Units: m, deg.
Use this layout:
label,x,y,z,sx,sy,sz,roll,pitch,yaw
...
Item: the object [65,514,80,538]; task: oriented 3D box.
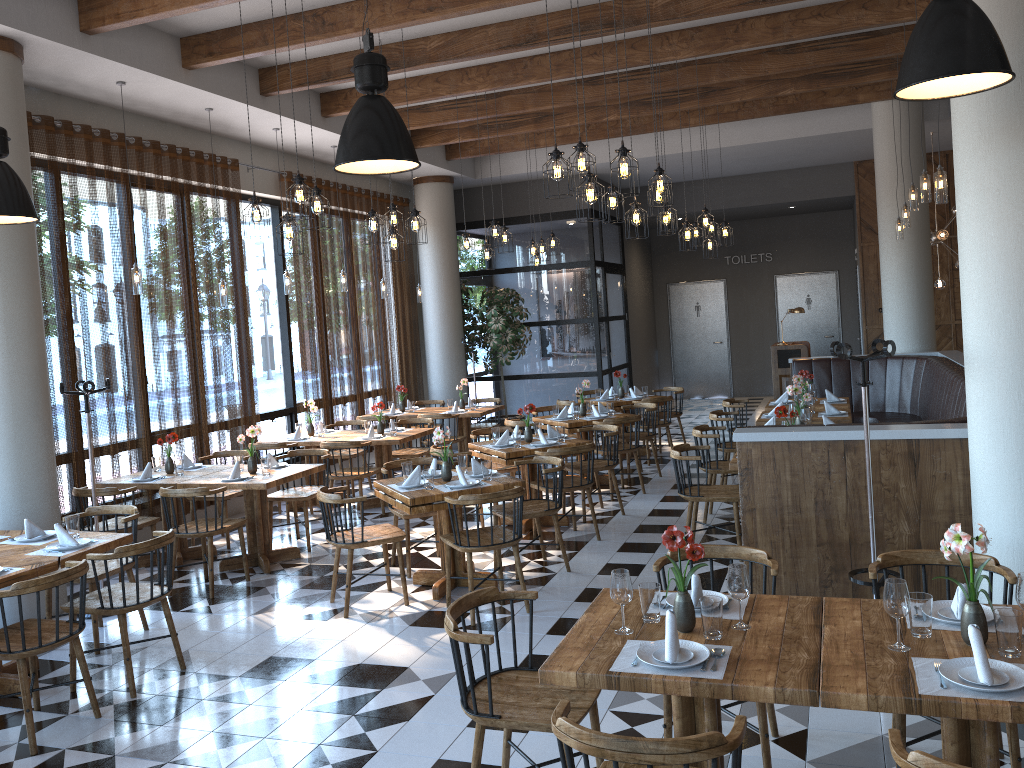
label,x,y,z,sx,sy,sz,roll,pitch,yaw
object,-2.620,0.852,5.288,0.080,0.132,0.080,-4,2,5

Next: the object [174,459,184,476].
label,x,y,z,sx,sy,sz,roll,pitch,yaw
object,-2.804,0.704,7.465,0.080,0.132,0.080,-6,3,-45

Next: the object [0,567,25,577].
label,x,y,z,sx,sy,sz,roll,pitch,yaw
object,-2.730,0.915,4.505,0.271,0.137,0.353,-3,4,20

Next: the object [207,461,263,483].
label,x,y,z,sx,sy,sz,roll,pitch,yaw
object,-2.211,0.692,7.049,0.351,0.137,0.272,-2,4,20

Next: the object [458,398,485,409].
label,x,y,z,sx,sy,sz,roll,pitch,yaw
object,-0.541,0.239,11.640,0.351,0.137,0.272,-2,4,20

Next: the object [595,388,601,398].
label,x,y,z,sx,sy,sz,roll,pitch,yaw
object,1.134,0.126,11.646,0.080,0.132,0.080,-4,2,-5

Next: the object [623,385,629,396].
label,x,y,z,sx,sy,sz,roll,pitch,yaw
object,1.527,0.085,11.830,0.080,0.132,0.080,-6,3,-45

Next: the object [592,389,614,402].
label,x,y,z,sx,sy,sz,roll,pitch,yaw
object,1.189,0.136,11.429,0.272,0.137,0.352,-6,4,-25

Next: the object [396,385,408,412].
label,x,y,z,sx,sy,sz,roll,pitch,yaw
object,-1.450,0.186,11.723,0.156,0.354,0.171,-4,2,-4

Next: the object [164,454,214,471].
label,x,y,z,sx,sy,sz,roll,pitch,yaw
object,-2.867,0.677,7.857,0.351,0.137,0.272,-2,4,20

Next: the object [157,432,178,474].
label,x,y,z,sx,sy,sz,roll,pitch,yaw
object,-2.924,0.593,7.570,0.171,0.354,0.156,-2,3,43

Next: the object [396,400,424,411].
label,x,y,z,sx,sy,sz,roll,pitch,yaw
object,-1.374,0.274,11.947,0.351,0.137,0.272,-2,4,20

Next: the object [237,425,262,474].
label,x,y,z,sx,sy,sz,roll,pitch,yaw
object,-2.144,0.539,7.270,0.207,0.399,0.146,-5,2,-16

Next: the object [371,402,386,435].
label,x,y,z,sx,sy,sz,roll,pitch,yaw
object,-1.402,0.360,9.310,0.156,0.354,0.171,-4,2,-1

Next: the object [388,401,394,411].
label,x,y,z,sx,sy,sz,roll,pitch,yaw
object,-1.618,0.299,11.865,0.080,0.132,0.080,-2,3,35

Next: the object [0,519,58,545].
label,x,y,z,sx,sy,sz,roll,pitch,yaw
object,-2.868,0.863,5.331,0.351,0.137,0.272,-2,4,20

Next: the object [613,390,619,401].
label,x,y,z,sx,sy,sz,roll,pitch,yaw
object,1.326,0.142,11.248,0.080,0.132,0.080,-2,3,35

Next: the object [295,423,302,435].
label,x,y,z,sx,sy,sz,roll,pitch,yaw
object,-2.362,0.500,9.829,0.080,0.132,0.080,-6,3,-35

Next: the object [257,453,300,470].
label,x,y,z,sx,sy,sz,roll,pitch,yaw
object,-2.034,0.643,7.551,0.351,0.137,0.272,-2,4,20

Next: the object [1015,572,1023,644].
label,x,y,z,sx,sy,sz,roll,pitch,yaw
object,1.624,0.704,2.773,0.081,0.215,0.081,-4,2,12

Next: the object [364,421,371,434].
label,x,y,z,sx,sy,sz,roll,pitch,yaw
object,-1.548,0.466,9.529,0.080,0.132,0.080,-4,2,5

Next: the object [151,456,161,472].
label,x,y,z,sx,sy,sz,roll,pitch,yaw
object,-3.114,0.703,7.770,0.080,0.132,0.080,-6,3,-45

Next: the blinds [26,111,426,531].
label,x,y,z,sx,sy,sz,roll,pitch,yaw
blinds,-2.721,-0.681,10.058,0.160,3.575,7.285,-3,4,20

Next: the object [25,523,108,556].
label,x,y,z,sx,sy,sz,roll,pitch,yaw
object,-2.534,0.862,5.043,0.271,0.137,0.353,-3,4,20

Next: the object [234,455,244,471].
label,x,y,z,sx,sy,sz,roll,pitch,yaw
object,-2.300,0.669,7.471,0.080,0.132,0.080,-4,2,5

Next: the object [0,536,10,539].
label,x,y,z,sx,sy,sz,roll,pitch,yaw
object,-3.276,0.891,5.341,0.271,0.137,0.353,-3,4,20

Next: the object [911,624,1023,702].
label,x,y,z,sx,sy,sz,roll,pitch,yaw
object,1.343,0.780,2.541,0.351,0.137,0.272,-2,4,20

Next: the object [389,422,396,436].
label,x,y,z,sx,sy,sz,roll,pitch,yaw
object,-1.238,0.467,9.224,0.080,0.132,0.080,-4,2,5

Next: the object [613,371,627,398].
label,x,y,z,sx,sy,sz,roll,pitch,yaw
object,1.414,0.000,11.574,0.156,0.354,0.171,-5,2,-23

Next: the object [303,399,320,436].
label,x,y,z,sx,sy,sz,roll,pitch,yaw
object,-2.193,0.364,9.690,0.206,0.399,0.146,-3,2,24

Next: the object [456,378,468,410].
label,x,y,z,sx,sy,sz,roll,pitch,yaw
object,-0.627,0.131,11.390,0.146,0.399,0.207,-3,2,13

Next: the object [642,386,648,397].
label,x,y,z,sx,sy,sz,roll,pitch,yaw
object,1.720,0.101,11.444,0.080,0.132,0.080,-6,3,-45

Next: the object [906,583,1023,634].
label,x,y,z,sx,sy,sz,roll,pitch,yaw
object,1.532,0.731,3.030,0.351,0.137,0.272,-2,4,20

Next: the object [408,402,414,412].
label,x,y,z,sx,sy,sz,roll,pitch,yaw
object,-1.308,0.300,11.559,0.080,0.132,0.080,-2,3,35

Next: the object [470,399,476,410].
label,x,y,z,sx,sy,sz,roll,pitch,yaw
object,-0.495,0.266,11.260,0.080,0.132,0.080,-4,2,5

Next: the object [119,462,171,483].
label,x,y,z,sx,sy,sz,roll,pitch,yaw
object,-3.044,0.726,7.355,0.351,0.137,0.272,-2,4,20

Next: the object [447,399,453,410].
label,x,y,z,sx,sy,sz,roll,pitch,yaw
object,-0.805,0.265,11.565,0.080,0.132,0.080,-4,2,5

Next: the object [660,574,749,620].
label,x,y,z,sx,sy,sz,roll,pitch,yaw
object,0.698,0.765,3.338,0.351,0.137,0.272,-2,4,20

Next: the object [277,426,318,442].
label,x,y,z,sx,sy,sz,roll,pitch,yaw
object,-2.291,0.523,9.417,0.351,0.137,0.272,-2,4,20

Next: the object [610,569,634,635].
label,x,y,z,sx,sy,sz,roll,pitch,yaw
object,0.387,0.764,3.113,0.081,0.215,0.081,-5,2,-16

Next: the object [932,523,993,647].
label,x,y,z,sx,sy,sz,roll,pitch,yaw
object,1.424,0.624,2.781,0.146,0.399,0.207,-5,2,-21

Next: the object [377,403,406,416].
label,x,y,z,sx,sy,sz,roll,pitch,yaw
object,-1.551,0.323,11.445,0.351,0.137,0.272,-2,4,20

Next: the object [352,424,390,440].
label,x,y,z,sx,sy,sz,roll,pitch,yaw
object,-1.458,0.488,9.110,0.351,0.137,0.272,-2,4,20

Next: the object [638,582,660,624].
label,x,y,z,sx,sy,sz,roll,pitch,yaw
object,0.500,0.791,3.201,0.080,0.132,0.080,-6,3,-40

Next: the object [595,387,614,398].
label,x,y,z,sx,sy,sz,roll,pitch,yaw
object,1.312,0.101,11.786,0.352,0.137,0.272,-6,4,-24

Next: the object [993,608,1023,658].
label,x,y,z,sx,sy,sz,roll,pitch,yaw
object,1.511,0.759,2.695,0.080,0.132,0.080,-2,3,35

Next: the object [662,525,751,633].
label,x,y,z,sx,sy,sz,roll,pitch,yaw
object,0.671,0.676,3.087,0.295,0.354,0.166,-3,3,26

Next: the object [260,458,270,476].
label,x,y,z,sx,sy,sz,roll,pitch,yaw
object,-1.990,0.671,7.165,0.080,0.132,0.080,-4,2,5

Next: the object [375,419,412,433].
label,x,y,z,sx,sy,sz,roll,pitch,yaw
object,-1.281,0.439,9.612,0.351,0.137,0.272,-2,4,20

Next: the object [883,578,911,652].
label,x,y,z,sx,sy,sz,roll,pitch,yaw
object,1.220,0.729,2.806,0.081,0.215,0.081,-5,2,-16

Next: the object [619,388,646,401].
label,x,y,z,sx,sy,sz,roll,pitch,yaw
object,1.545,0.121,11.301,0.352,0.137,0.272,-6,4,-24

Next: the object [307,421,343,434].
label,x,y,z,sx,sy,sz,roll,pitch,yaw
object,-2.114,0.474,9.919,0.351,0.137,0.272,-2,4,20

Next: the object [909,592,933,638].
label,x,y,z,sx,sy,sz,roll,pitch,yaw
object,1.334,0.757,2.894,0.080,0.132,0.080,-6,3,-40

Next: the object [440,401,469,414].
label,x,y,z,sx,sy,sz,roll,pitch,yaw
object,-0.718,0.288,11.138,0.351,0.137,0.272,-2,4,20

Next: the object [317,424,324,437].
label,x,y,z,sx,sy,sz,roll,pitch,yaw
object,-2.052,0.501,9.524,0.080,0.132,0.080,-6,3,-35

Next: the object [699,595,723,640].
label,x,y,z,sx,sy,sz,roll,pitch,yaw
object,0.677,0.794,3.002,0.080,0.132,0.080,-6,3,-35

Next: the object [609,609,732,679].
label,x,y,z,sx,sy,sz,roll,pitch,yaw
object,0.510,0.814,2.848,0.351,0.137,0.272,-2,4,20
